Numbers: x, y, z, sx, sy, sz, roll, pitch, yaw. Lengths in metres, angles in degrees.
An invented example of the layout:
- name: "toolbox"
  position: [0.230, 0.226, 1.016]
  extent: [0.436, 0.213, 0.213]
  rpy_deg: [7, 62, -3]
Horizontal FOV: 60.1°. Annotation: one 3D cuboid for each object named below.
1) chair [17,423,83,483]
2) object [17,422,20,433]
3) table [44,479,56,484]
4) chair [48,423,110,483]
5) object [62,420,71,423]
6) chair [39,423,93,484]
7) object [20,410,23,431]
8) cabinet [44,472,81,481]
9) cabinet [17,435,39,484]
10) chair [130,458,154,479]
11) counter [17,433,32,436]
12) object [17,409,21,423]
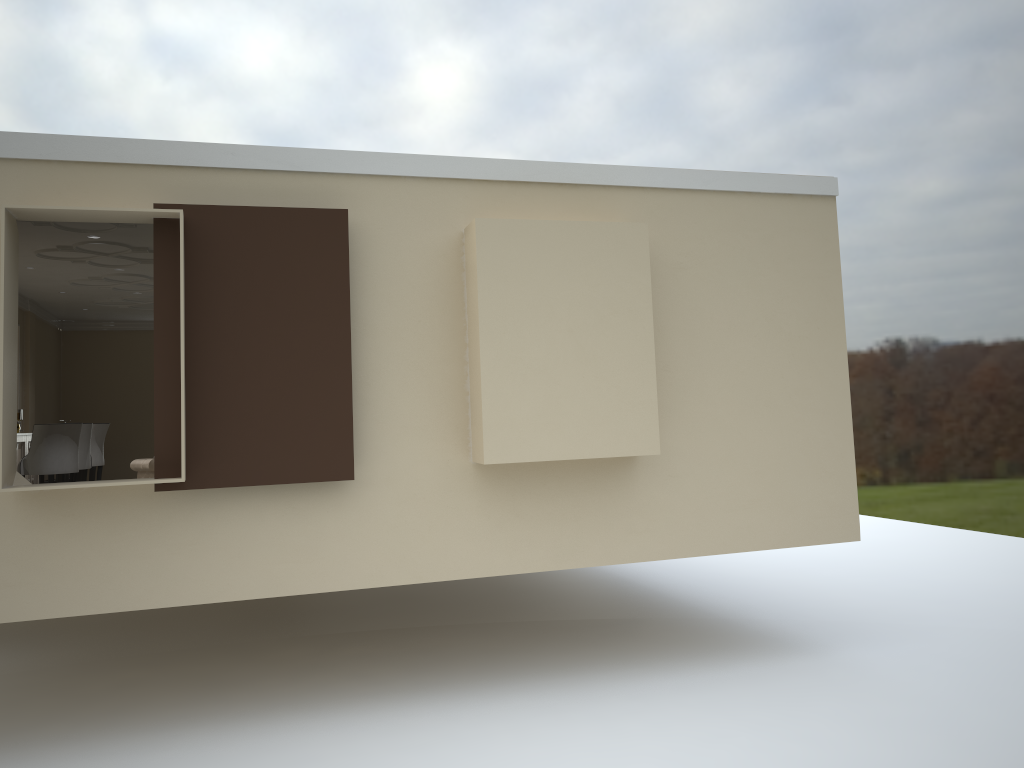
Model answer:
- name: "chair"
  position: [-3.794, 0.805, 7.312]
  extent: [0.540, 0.955, 0.457]
  rpy_deg: [-6, -6, 38]
- name: "object"
  position: [-4.729, 0.367, 8.396]
  extent: [0.120, 0.213, 0.119]
  rpy_deg: [-1, -4, -12]
- name: "table"
  position: [-4.694, 1.176, 9.256]
  extent: [0.330, 0.360, 0.391]
  rpy_deg: [-1, -4, -17]
- name: "chair"
  position: [-4.177, 0.865, 8.564]
  extent: [0.541, 0.955, 0.455]
  rpy_deg: [-2, -4, -2]
- name: "object"
  position: [-4.720, 0.692, 9.352]
  extent: [0.121, 0.616, 0.120]
  rpy_deg: [0, -5, -22]
- name: "chair"
  position: [-3.987, 0.835, 7.936]
  extent: [0.457, 0.955, 0.540]
  rpy_deg: [2, -6, -42]
- name: "object"
  position: [-4.817, 0.357, 8.681]
  extent: [0.055, 0.213, 0.055]
  rpy_deg: [0, -5, -22]
- name: "cabinet"
  position: [-5.455, 1.051, 10.708]
  extent: [0.427, 0.816, 0.821]
  rpy_deg: [-1, -4, -17]
- name: "cabinet"
  position: [-4.486, 0.882, 7.586]
  extent: [0.351, 0.857, 2.249]
  rpy_deg: [-1, -3, -17]
- name: "chair"
  position: [-3.555, 1.060, 9.548]
  extent: [0.732, 0.554, 0.848]
  rpy_deg: [-4, -4, 33]
- name: "counter"
  position: [-4.512, 0.445, 7.644]
  extent: [0.379, 0.021, 2.330]
  rpy_deg: [-2, -2, -17]
- name: "object"
  position: [-4.796, 0.354, 8.612]
  extent: [0.055, 0.213, 0.055]
  rpy_deg: [0, -5, -22]
